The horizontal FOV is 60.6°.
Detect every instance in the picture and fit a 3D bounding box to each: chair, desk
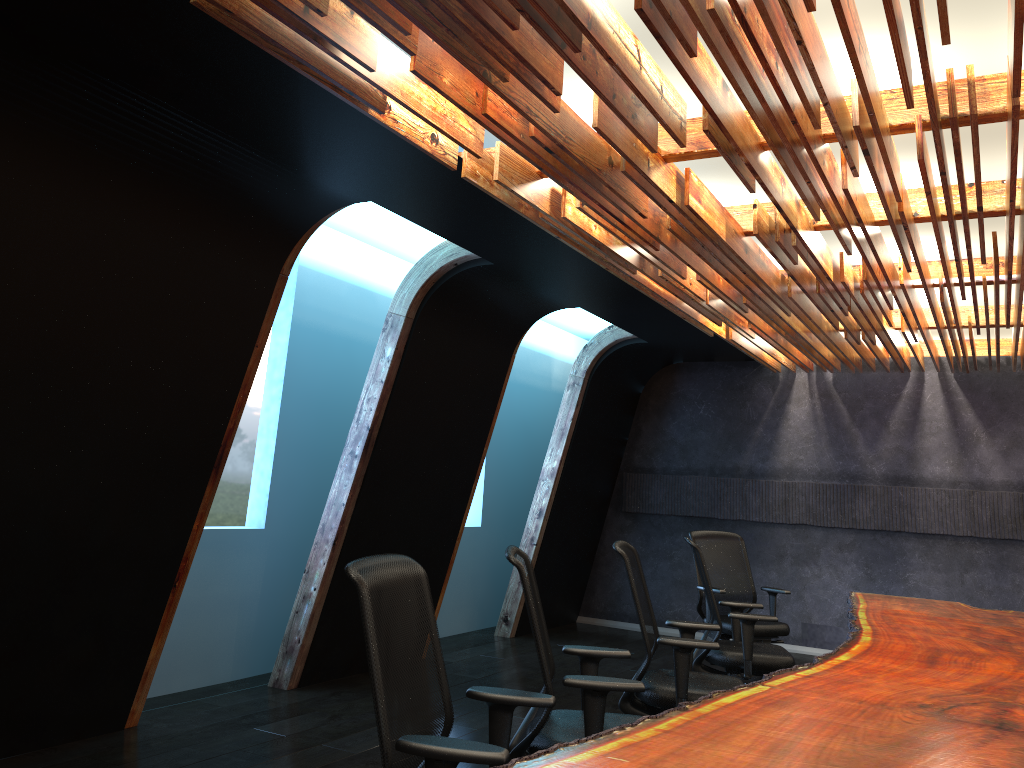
[{"bbox_3d":[1.502,1.645,5.613,0.797,1.271,0.791,2,-13,8],"label":"chair"},{"bbox_3d":[0.909,1.468,4.467,0.796,1.271,0.791,1,-13,13],"label":"chair"},{"bbox_3d":[0.338,1.307,3.444,0.796,1.271,0.791,3,-12,3],"label":"chair"},{"bbox_3d":[-0.090,1.167,2.522,0.796,1.271,0.791,1,-13,13],"label":"chair"},{"bbox_3d":[2.125,1.687,3.917,2.030,0.838,6.518,-1,-8,29],"label":"desk"},{"bbox_3d":[1.847,1.835,6.988,0.810,1.271,0.778,10,-14,-26],"label":"chair"}]

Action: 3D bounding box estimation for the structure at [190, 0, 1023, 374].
[{"bbox_3d":[2.129,0.393,3.735,4.515,3.068,11.228,-2,-9,29],"label":"structure"}]
